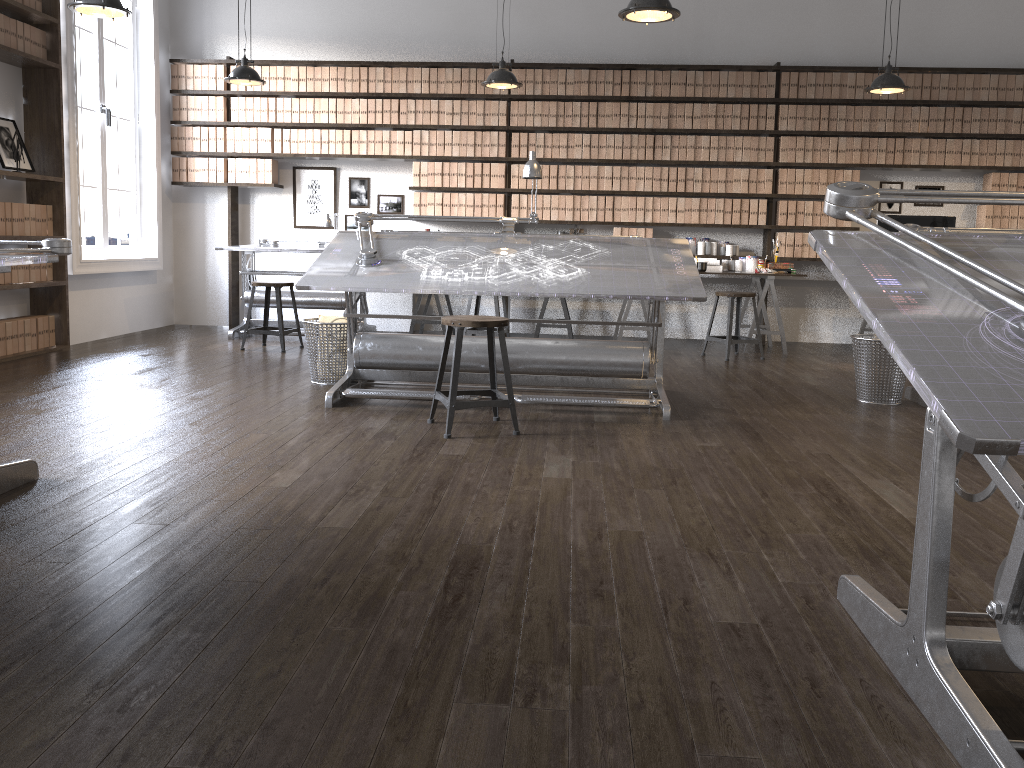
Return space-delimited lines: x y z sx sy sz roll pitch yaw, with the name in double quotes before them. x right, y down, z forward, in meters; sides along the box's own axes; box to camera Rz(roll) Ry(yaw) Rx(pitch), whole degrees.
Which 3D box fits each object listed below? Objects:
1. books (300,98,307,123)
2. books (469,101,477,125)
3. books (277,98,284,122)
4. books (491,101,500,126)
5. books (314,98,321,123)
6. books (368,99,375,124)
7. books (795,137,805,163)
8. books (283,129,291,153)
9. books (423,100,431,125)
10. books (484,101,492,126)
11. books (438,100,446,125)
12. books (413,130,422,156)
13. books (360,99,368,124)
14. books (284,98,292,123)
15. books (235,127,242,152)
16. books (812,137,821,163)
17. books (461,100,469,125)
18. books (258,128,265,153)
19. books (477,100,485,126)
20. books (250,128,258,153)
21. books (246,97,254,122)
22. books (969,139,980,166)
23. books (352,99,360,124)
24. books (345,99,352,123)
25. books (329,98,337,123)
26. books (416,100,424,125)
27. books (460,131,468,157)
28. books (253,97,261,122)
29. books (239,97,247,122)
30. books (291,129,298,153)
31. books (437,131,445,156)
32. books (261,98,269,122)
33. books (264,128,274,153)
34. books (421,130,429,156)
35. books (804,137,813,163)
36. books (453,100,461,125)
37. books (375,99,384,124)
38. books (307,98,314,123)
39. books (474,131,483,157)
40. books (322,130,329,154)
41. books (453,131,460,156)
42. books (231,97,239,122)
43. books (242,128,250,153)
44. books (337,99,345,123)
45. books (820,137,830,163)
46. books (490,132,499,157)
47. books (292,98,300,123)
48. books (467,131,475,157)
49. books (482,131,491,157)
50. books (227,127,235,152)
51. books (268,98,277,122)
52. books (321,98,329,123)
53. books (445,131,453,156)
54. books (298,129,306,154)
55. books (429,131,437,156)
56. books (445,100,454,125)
"books" -1.874 -2.475 8.067 0.067 0.224 0.175 2 7 4
"books" -0.343 -2.421 7.965 0.067 0.224 0.175 2 7 4
"books" -2.086 -2.483 8.082 0.067 0.224 0.175 2 7 4
"books" -0.145 -2.413 7.948 0.067 0.224 0.175 2 7 4
"books" -1.740 -2.470 8.057 0.067 0.224 0.175 2 7 4
"books" -1.252 -2.452 8.019 0.067 0.224 0.175 2 7 4
"books" 2.517 -2.053 7.795 0.067 0.224 0.175 2 7 4
"books" -2.035 -2.208 8.102 0.067 0.224 0.175 2 7 4
"books" -0.752 -2.435 7.992 0.067 0.224 0.175 2 7 4
"books" -0.207 -2.416 7.954 0.067 0.224 0.175 2 7 4
"books" -0.618 -2.431 7.982 0.067 0.224 0.175 2 7 4
"books" -0.845 -2.173 8.020 0.067 0.224 0.175 2 7 4
"books" -1.324 -2.455 8.024 0.067 0.224 0.175 2 7 4
"books" -2.016 -2.479 8.073 0.067 0.224 0.175 2 7 4
"books" -2.482 -2.231 8.133 0.067 0.224 0.175 2 7 4
"books" 2.660 -2.049 7.792 0.067 0.224 0.175 2 7 4
"books" -0.413 -2.423 7.968 0.067 0.224 0.175 2 7 4
"books" -2.269 -2.224 8.120 0.067 0.224 0.175 2 7 4
"books" -0.274 -2.418 7.954 0.067 0.224 0.175 2 7 4
"books" -2.343 -2.227 8.126 0.067 0.224 0.175 2 7 4
"books" -2.364 -2.491 8.094 0.067 0.224 0.175 2 7 4
"books" 3.988 -2.001 7.699 0.067 0.224 0.175 2 7 4
"books" -1.396 -2.458 8.032 0.067 0.224 0.175 2 7 4
"books" -1.466 -2.461 8.041 0.067 0.224 0.175 2 7 4
"books" -1.606 -2.465 8.044 0.067 0.224 0.175 2 7 4
"books" -0.823 -2.438 7.997 0.067 0.224 0.175 2 7 4
"books" -0.428 -2.159 7.997 0.067 0.224 0.175 2 7 4
"books" -2.301 -2.490 8.094 0.067 0.224 0.175 2 7 4
"books" -2.436 -2.494 8.099 0.067 0.224 0.175 2 7 4
"books" -1.965 -2.206 8.101 0.067 0.224 0.175 2 7 4
"books" -0.633 -2.166 8.011 0.067 0.224 0.175 2 7 4
"books" -2.235 -2.488 8.092 0.067 0.224 0.175 2 7 4
"books" -2.206 -2.221 8.111 0.067 0.224 0.175 2 7 4
"books" -0.773 -2.171 8.019 0.067 0.224 0.175 2 7 4
"books" 2.590 -2.051 7.793 0.067 0.224 0.175 2 7 4
"books" -0.484 -2.425 7.969 0.067 0.224 0.175 2 7 4
"books" -1.189 -2.451 8.019 0.067 0.224 0.175 2 7 4
"books" -1.807 -2.472 8.057 0.067 0.224 0.175 2 7 4
"books" -0.294 -2.154 7.989 0.067 0.224 0.175 2 7 4
"books" -1.682 -2.195 8.077 0.067 0.224 0.175 2 7 4
"books" -0.491 -2.161 8.000 0.067 0.224 0.175 2 7 4
"books" -2.508 -2.497 8.107 0.067 0.224 0.175 2 7 4
"books" -2.412 -2.229 8.133 0.067 0.224 0.175 2 7 4
"books" -1.535 -2.463 8.044 0.067 0.224 0.175 2 7 4
"books" 2.729 -2.046 7.786 0.067 0.224 0.175 2 7 4
"books" -0.153 -2.149 7.976 0.067 0.224 0.175 2 7 4
"books" -1.945 -2.478 8.072 0.067 0.224 0.175 2 7 4
"books" -0.362 -2.156 7.988 0.067 0.224 0.175 2 7 4
"books" -0.223 -2.152 7.985 0.067 0.224 0.175 2 7 4
"books" -2.555 -2.233 8.135 0.067 0.224 0.175 2 7 4
"books" -2.162 -2.485 8.081 0.067 0.224 0.175 2 7 4
"books" -1.678 -2.468 8.051 0.067 0.224 0.175 2 7 4
"books" -0.563 -2.163 8.003 0.067 0.224 0.175 2 7 4
"books" -1.895 -2.204 8.099 0.067 0.224 0.175 2 7 4
"books" -0.703 -2.169 8.018 0.067 0.224 0.175 2 7 4
"books" -0.556 -2.428 7.976 0.067 0.224 0.175 2 7 4
